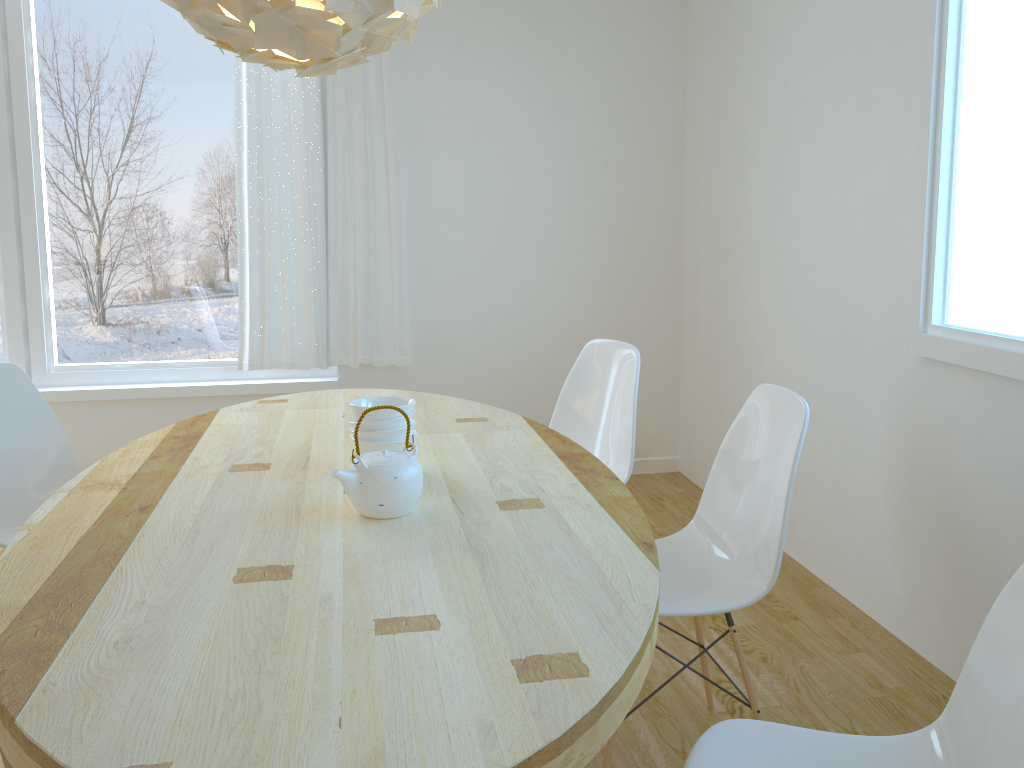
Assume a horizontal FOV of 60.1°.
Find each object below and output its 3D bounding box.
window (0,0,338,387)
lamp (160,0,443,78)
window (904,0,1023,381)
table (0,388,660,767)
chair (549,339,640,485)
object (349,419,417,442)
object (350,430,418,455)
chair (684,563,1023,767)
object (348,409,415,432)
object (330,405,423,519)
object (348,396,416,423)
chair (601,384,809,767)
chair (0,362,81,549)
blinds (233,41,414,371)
[{"bbox_3d":[-2.183,-0.936,3.909,2.727,1.903,0.089,-2,7,-10],"label":"window"},{"bbox_3d":[-0.427,-1.175,1.733,0.647,1.126,0.644,-2,8,-11],"label":"lamp"},{"bbox_3d":[0.153,-0.418,1.394,2.549,2.037,1.896,-2,9,-10],"label":"window"},{"bbox_3d":[-0.361,0.572,1.951,1.194,0.719,2.209,-2,10,-12],"label":"table"},{"bbox_3d":[0.124,0.328,2.779,0.524,0.894,0.432,-6,10,-35],"label":"chair"},{"bbox_3d":[-0.291,0.131,2.006,0.151,0.092,0.153,5,11,28],"label":"object"},{"bbox_3d":[-0.288,0.154,2.008,0.152,0.082,0.153,5,11,28],"label":"object"},{"bbox_3d":[0.470,0.618,1.225,0.523,0.894,0.433,3,8,19],"label":"chair"},{"bbox_3d":[-0.294,0.107,2.004,0.151,0.095,0.153,1,10,6],"label":"object"},{"bbox_3d":[-0.261,0.145,1.713,0.177,0.210,0.148,-2,8,-11],"label":"object"},{"bbox_3d":[-0.292,0.079,2.002,0.152,0.086,0.153,3,10,17],"label":"object"},{"bbox_3d":[0.381,0.461,2.066,0.523,0.894,0.433,-2,8,-10],"label":"chair"},{"bbox_3d":[-1.191,0.397,2.435,0.523,0.894,0.433,1,8,9],"label":"chair"},{"bbox_3d":[-0.855,-1.130,3.935,0.795,2.143,0.151,-2,7,-10],"label":"blinds"}]
